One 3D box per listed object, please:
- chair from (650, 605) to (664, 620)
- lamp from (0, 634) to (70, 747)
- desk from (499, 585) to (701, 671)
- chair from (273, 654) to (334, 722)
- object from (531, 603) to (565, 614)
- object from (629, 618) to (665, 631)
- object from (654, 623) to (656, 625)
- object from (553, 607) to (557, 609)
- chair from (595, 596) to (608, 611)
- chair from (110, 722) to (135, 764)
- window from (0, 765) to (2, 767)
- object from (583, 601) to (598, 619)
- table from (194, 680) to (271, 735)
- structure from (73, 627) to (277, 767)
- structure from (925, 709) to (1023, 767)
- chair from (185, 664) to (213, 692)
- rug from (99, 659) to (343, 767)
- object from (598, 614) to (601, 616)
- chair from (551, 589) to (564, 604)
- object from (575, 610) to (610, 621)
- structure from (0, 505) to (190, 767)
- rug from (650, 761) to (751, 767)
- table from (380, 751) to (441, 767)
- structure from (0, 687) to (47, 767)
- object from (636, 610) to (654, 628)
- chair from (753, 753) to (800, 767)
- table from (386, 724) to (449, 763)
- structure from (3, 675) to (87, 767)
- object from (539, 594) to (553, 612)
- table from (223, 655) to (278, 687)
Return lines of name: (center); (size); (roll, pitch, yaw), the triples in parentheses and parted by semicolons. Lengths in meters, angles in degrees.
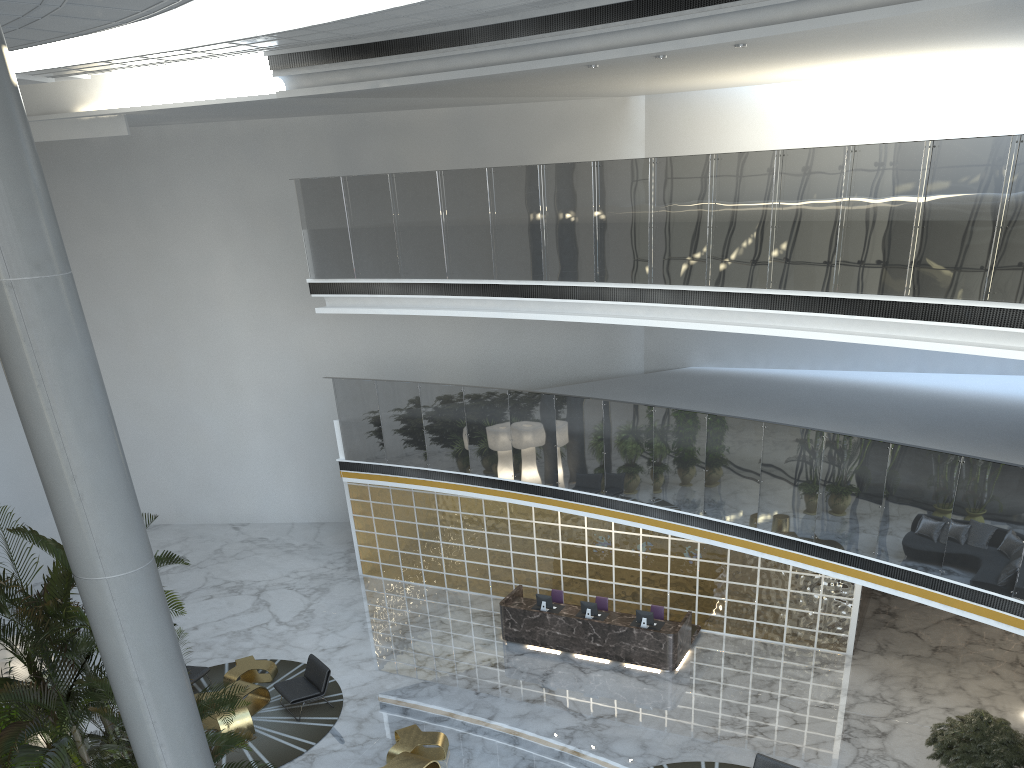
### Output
chair: (2.340, 3.970, 14.087); (0.249, 0.651, 0.319); (8, 25, 26)
lamp: (-6.867, 4.493, 12.283); (0.814, 1.856, 0.775); (7, 25, 24)
desk: (1.523, 4.006, 14.674); (3.061, 0.791, 1.484); (4, 18, 25)
chair: (-3.173, 4.637, 13.098); (0.712, 0.747, 0.667); (-17, 24, -33)
object: (0.587, 3.793, 14.458); (0.495, 0.005, 0.388); (4, 15, 26)
object: (2.160, 3.878, 13.765); (0.495, 0.005, 0.388); (4, 15, 26)
object: (2.196, 3.856, 13.811); (0.256, 0.012, 0.067); (3, 15, 24)
object: (0.623, 3.772, 14.504); (0.256, 0.012, 0.067); (3, 15, 24)
chair: (1.467, 3.923, 14.471); (0.249, 0.651, 0.319); (8, 25, 26)
chair: (-5.359, 4.958, 12.254); (0.707, 0.747, 0.672); (-20, 25, -38)
window: (-4.970, 2.977, 3.433); (4.188, 8.909, 13.952); (-14, 20, -24)
object: (1.258, 3.696, 14.021); (0.282, 0.327, 0.105); (6, 25, 23)
table: (-4.249, 4.910, 12.828); (1.349, 0.445, 1.088); (-12, 17, -29)
structure: (-2.986, 4.180, 7.973); (1.594, 4.143, 1.898); (-23, 29, -37)
structure: (5.602, 4.520, 10.217); (1.205, 1.478, 1.046); (-8, 21, -12)
chair: (-5.278, 4.638, 13.554); (0.708, 0.747, 0.671); (5, 22, 23)
rug: (-4.375, 5.094, 13.083); (3.541, 0.021, 3.204); (-6, 14, -12)
object: (1.343, 3.810, 14.187); (0.256, 0.012, 0.067); (3, 15, 24)
chair: (0.732, 3.883, 14.795); (0.249, 0.651, 0.319); (8, 25, 26)
object: (1.307, 3.832, 14.141); (0.495, 0.005, 0.388); (4, 15, 26)
structure: (-4.240, 3.496, 8.903); (2.363, 5.174, 2.344); (18, 31, 42)
rug: (2.341, 5.484, 10.005); (3.397, 0.021, 3.348); (6, 16, 32)
table: (-1.470, 5.234, 10.925); (1.440, 0.475, 1.162); (-12, 17, -29)
structure: (-6.375, 4.354, 10.339); (0.997, 3.014, 1.077); (14, 29, 35)
object: (2.111, 3.742, 13.645); (0.282, 0.327, 0.105); (6, 25, 23)
chair: (3.101, 4.978, 10.318); (0.685, 0.746, 0.694); (12, 25, 37)
table: (-1.300, 5.058, 11.951); (0.796, 0.323, 0.835); (-2, 15, 3)
structure: (-6.064, 4.640, 11.274); (0.944, 1.966, 0.855); (-23, 30, -38)
object: (0.538, 3.657, 14.338); (0.282, 0.327, 0.105); (6, 25, 23)
table: (-4.242, 4.701, 13.988); (0.745, 0.303, 0.782); (-2, 15, 3)
